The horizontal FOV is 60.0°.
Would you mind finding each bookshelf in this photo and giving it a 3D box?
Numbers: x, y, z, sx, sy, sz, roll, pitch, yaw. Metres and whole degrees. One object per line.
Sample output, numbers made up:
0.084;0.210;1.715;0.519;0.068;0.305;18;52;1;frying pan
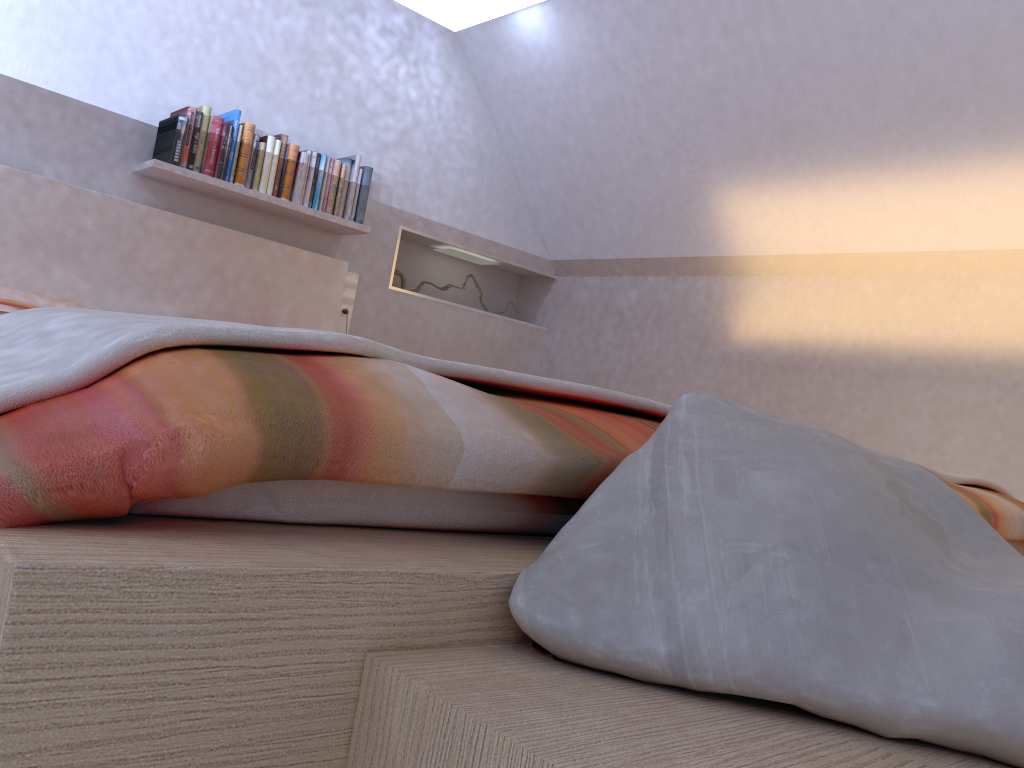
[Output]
0.642;0.463;0.815;1.495;0.303;0.643;12;-2;-41;bookshelf
-1.009;-0.729;3.540;0.916;0.028;0.223;12;-2;-41;bookshelf

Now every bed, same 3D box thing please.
-0.483;-0.036;2.207;2.087;0.994;3.009;12;-2;-41;bed

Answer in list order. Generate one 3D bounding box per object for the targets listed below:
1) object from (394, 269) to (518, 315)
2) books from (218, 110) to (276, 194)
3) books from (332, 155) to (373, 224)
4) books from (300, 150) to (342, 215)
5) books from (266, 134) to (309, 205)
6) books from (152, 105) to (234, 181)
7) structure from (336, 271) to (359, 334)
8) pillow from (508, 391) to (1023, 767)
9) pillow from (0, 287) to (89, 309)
-0.252;-0.480;4.560;0.905;0.193;0.085;11;-2;-41;object
-1.059;-0.898;3.482;0.178;0.281;0.200;12;-2;-41;books
-0.718;-0.828;3.783;0.145;0.281;0.200;12;-2;-41;books
-0.835;-0.827;3.683;0.159;0.231;0.200;12;-2;-41;books
-0.940;-0.863;3.582;0.140;0.260;0.209;12;-2;-41;books
-1.200;-0.916;3.349;0.209;0.260;0.215;12;-2;-41;books
-0.745;-0.356;3.954;0.077;0.286;0.034;12;-2;-41;structure
0.289;0.134;0.804;0.470;0.241;0.498;9;-2;14;pillow
-1.600;-0.219;2.847;0.572;0.180;0.492;11;-2;-40;pillow
